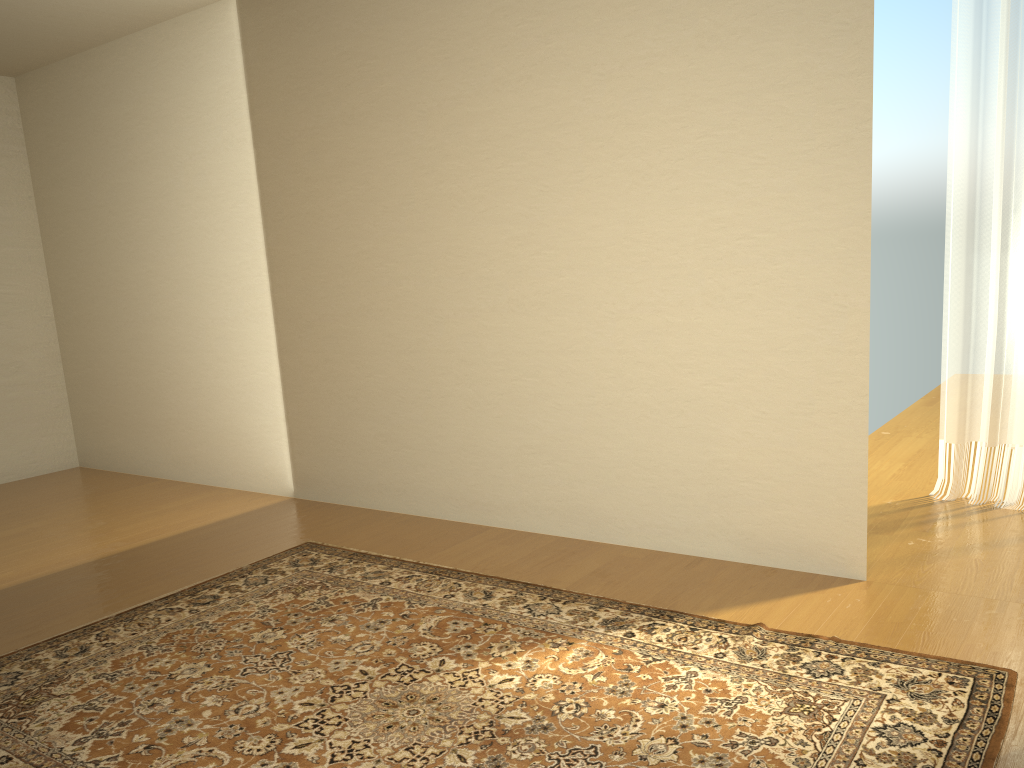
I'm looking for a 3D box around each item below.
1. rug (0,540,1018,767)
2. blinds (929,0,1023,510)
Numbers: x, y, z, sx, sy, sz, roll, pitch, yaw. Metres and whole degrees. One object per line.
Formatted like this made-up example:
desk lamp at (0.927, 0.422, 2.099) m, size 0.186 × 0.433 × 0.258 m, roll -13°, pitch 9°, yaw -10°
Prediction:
rug at (-0.365, 0.954, 2.640) m, size 3.073 × 0.017 × 2.097 m, roll 2°, pitch 9°, yaw 36°
blinds at (2.834, -0.641, 3.513) m, size 2.161 × 2.537 × 0.162 m, roll 4°, pitch 13°, yaw 38°
